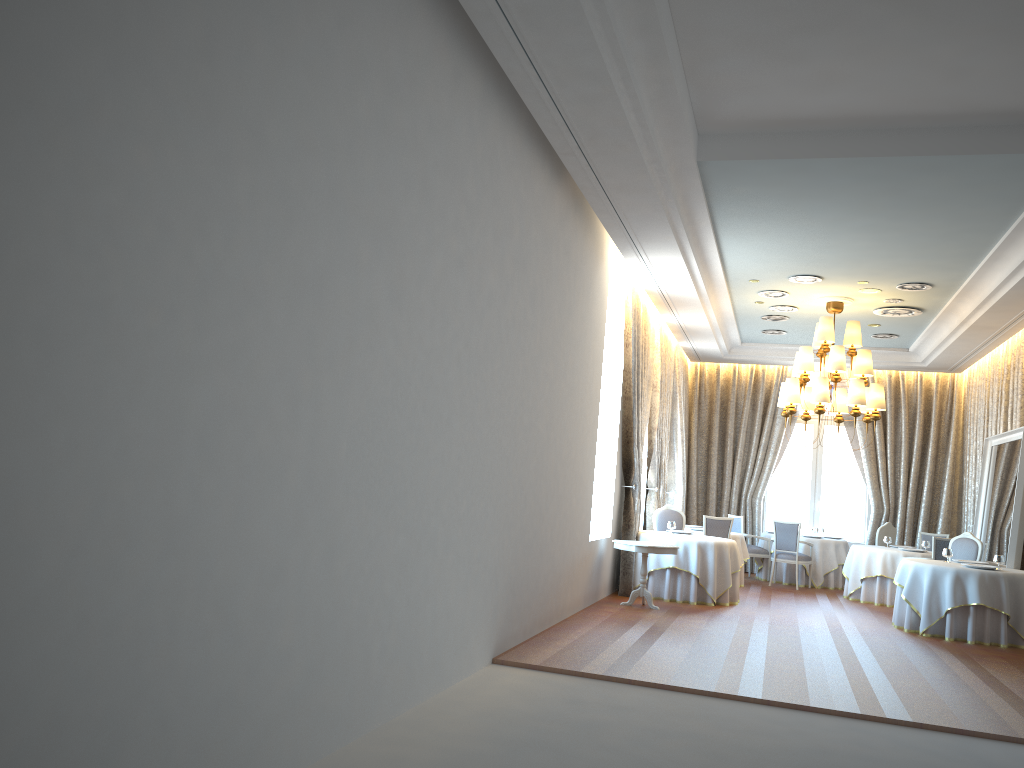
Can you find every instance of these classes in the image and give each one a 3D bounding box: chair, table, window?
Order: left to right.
[{"bbox_3d":[1.622,2.362,10.892,0.761,0.801,0.760,9,-7,-33],"label":"table"},{"bbox_3d":[2.394,2.416,13.145,0.563,1.233,0.690,6,-6,-8],"label":"chair"},{"bbox_3d":[2.335,2.541,12.293,1.663,0.890,1.667,4,-6,6],"label":"table"},{"bbox_3d":[3.096,2.874,14.798,1.667,0.890,1.663,4,-6,11],"label":"table"},{"bbox_3d":[3.057,2.592,13.725,0.650,1.108,0.629,6,-6,-8],"label":"chair"},{"bbox_3d":[4.229,2.925,15.898,0.629,1.108,0.650,7,-6,-18],"label":"chair"},{"bbox_3d":[4.694,2.869,14.991,0.650,1.108,0.629,1,-7,32],"label":"chair"},{"bbox_3d":[5.262,3.191,16.009,1.667,0.890,1.663,1,-7,36],"label":"table"},{"bbox_3d":[6.000,1.363,17.416,1.881,3.306,0.196,3,-6,17],"label":"window"},{"bbox_3d":[6.174,2.970,15.272,0.563,1.233,0.690,9,-7,-33],"label":"chair"},{"bbox_3d":[6.070,3.032,13.863,1.663,0.890,1.667,1,-7,31],"label":"table"},{"bbox_3d":[6.984,3.051,14.837,0.650,1.108,0.629,0,-8,37],"label":"chair"},{"bbox_3d":[6.101,2.765,12.873,0.650,1.108,0.629,6,-6,-13],"label":"chair"},{"bbox_3d":[5.788,2.560,11.743,0.690,1.233,0.563,7,-7,-23],"label":"chair"},{"bbox_3d":[5.555,2.665,10.839,1.663,0.890,1.667,4,-6,6],"label":"table"}]

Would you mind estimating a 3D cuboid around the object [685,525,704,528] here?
[{"bbox_3d":[3.129,2.464,15.312,0.419,0.036,0.419,3,-6,16],"label":"object"}]

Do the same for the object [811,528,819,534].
[{"bbox_3d":[5.435,2.662,15.906,0.128,0.165,0.128,3,-6,17],"label":"object"}]

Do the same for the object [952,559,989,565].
[{"bbox_3d":[5.818,2.264,11.258,0.419,0.036,0.419,3,-6,16],"label":"object"}]

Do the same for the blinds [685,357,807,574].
[{"bbox_3d":[4.465,1.269,17.459,2.535,4.901,0.386,3,-6,17],"label":"blinds"}]

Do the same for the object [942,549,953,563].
[{"bbox_3d":[5.497,2.165,11.190,0.128,0.165,0.128,11,-8,-42],"label":"object"}]

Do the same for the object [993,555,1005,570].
[{"bbox_3d":[5.824,2.130,10.603,0.128,0.165,0.128,3,-6,17],"label":"object"}]

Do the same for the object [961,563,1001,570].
[{"bbox_3d":[5.520,2.152,10.445,0.419,0.036,0.419,3,-6,16],"label":"object"}]

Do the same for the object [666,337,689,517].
[{"bbox_3d":[3.165,1.128,16.764,0.386,4.901,2.121,3,-6,17],"label":"object"}]

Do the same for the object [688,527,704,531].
[{"bbox_3d":[3.063,2.360,14.388,0.419,0.036,0.419,3,-6,16],"label":"object"}]

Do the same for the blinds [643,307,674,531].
[{"bbox_3d":[2.485,0.804,14.708,0.335,4.969,2.257,3,-6,17],"label":"blinds"}]

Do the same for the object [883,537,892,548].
[{"bbox_3d":[6.025,2.534,14.221,0.128,0.165,0.128,3,-6,17],"label":"object"}]

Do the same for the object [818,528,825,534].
[{"bbox_3d":[5.670,2.722,16.275,0.128,0.165,0.128,3,-6,17],"label":"object"}]

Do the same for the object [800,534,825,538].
[{"bbox_3d":[5.287,2.682,15.608,0.419,0.036,0.419,3,-6,16],"label":"object"}]

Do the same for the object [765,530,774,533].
[{"bbox_3d":[4.789,2.688,16.064,0.419,0.036,0.419,3,-6,16],"label":"object"}]

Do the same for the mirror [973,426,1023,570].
[{"bbox_3d":[6.653,1.944,12.149,0.385,2.564,2.251,3,-6,17],"label":"mirror"}]

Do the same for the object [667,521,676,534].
[{"bbox_3d":[2.246,2.022,12.491,0.128,0.165,0.128,5,-6,-1],"label":"object"}]

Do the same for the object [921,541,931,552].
[{"bbox_3d":[6.396,2.511,13.703,0.128,0.165,0.128,3,-6,17],"label":"object"}]

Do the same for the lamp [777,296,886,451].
[{"bbox_3d":[4.505,-0.148,12.496,1.373,2.121,1.373,9,-7,-35],"label":"lamp"}]

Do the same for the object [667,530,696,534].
[{"bbox_3d":[2.426,2.130,12.751,0.419,0.036,0.419,3,-6,16],"label":"object"}]

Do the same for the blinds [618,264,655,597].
[{"bbox_3d":[1.760,0.492,12.379,0.315,4.930,2.204,3,-6,17],"label":"blinds"}]

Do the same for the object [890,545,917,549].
[{"bbox_3d":[6.311,2.632,14.304,0.419,0.036,0.419,3,-6,16],"label":"object"}]

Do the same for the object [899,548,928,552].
[{"bbox_3d":[6.114,2.531,13.515,0.419,0.036,0.419,3,-6,16],"label":"object"}]

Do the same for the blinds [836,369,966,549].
[{"bbox_3d":[7.208,1.416,16.609,2.476,4.901,0.386,3,-6,17],"label":"blinds"}]

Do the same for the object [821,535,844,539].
[{"bbox_3d":[5.768,2.761,15.956,0.419,0.036,0.419,3,-6,16],"label":"object"}]

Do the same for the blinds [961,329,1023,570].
[{"bbox_3d":[7.673,1.188,14.261,0.238,4.819,4.439,3,-6,17],"label":"blinds"}]
